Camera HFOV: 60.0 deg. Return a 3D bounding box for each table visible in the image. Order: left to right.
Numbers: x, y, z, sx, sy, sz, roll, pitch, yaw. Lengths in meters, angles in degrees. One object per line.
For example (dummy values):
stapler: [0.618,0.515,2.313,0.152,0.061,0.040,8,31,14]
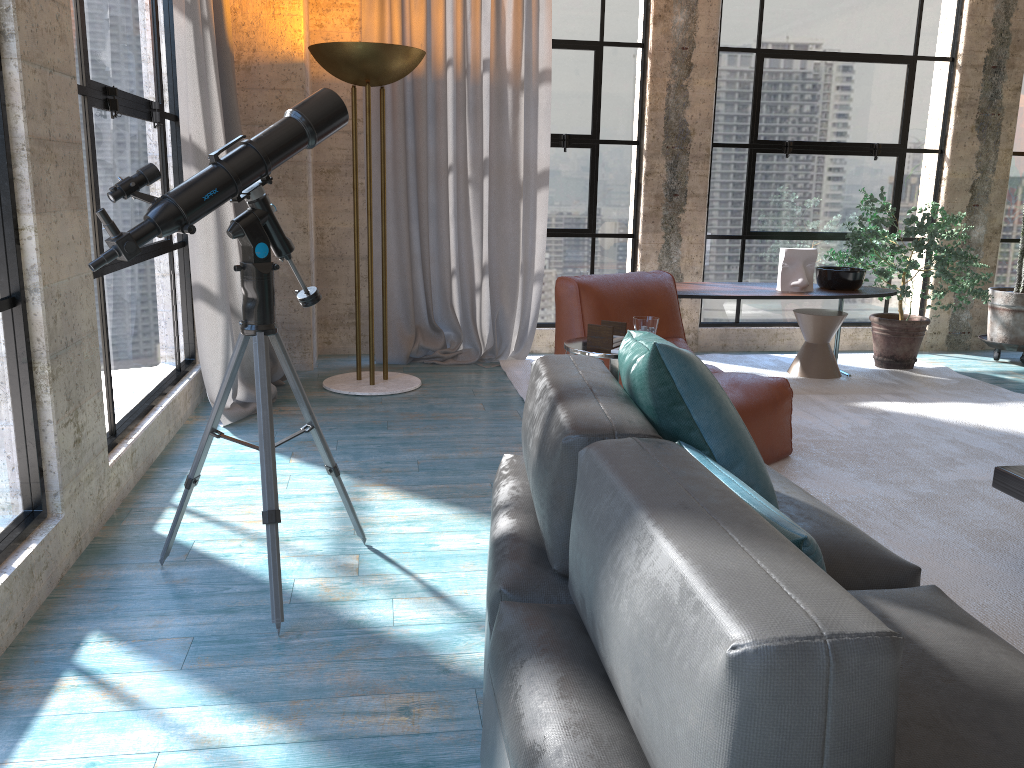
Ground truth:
table: [0.358,0.156,3.178,0.549,0.603,0.549,-6,15,-28]
table: [1.447,-0.339,5.607,2.004,0.530,0.715,-1,13,-10]
table: [1.927,-0.259,5.597,0.331,0.394,0.331,9,15,30]
table: [2.070,0.570,2.171,0.900,0.309,1.500,-1,13,-9]

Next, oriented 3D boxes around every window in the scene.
window: [-1.231,-0.644,1.472,0.081,2.530,1.780,-1,13,-9]
window: [-1.561,-1.144,3.634,0.081,2.530,1.780,-1,13,-9]
window: [0.008,-1.627,5.896,1.780,2.530,0.081,-1,13,-9]
window: [2.227,-1.655,6.229,1.780,2.530,0.081,-1,13,-9]
window: [4.447,-1.683,6.561,1.780,2.530,0.081,-1,13,-9]

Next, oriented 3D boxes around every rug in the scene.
rug: [1.914,0.655,2.466,2.954,0.032,7.768,-1,13,-9]

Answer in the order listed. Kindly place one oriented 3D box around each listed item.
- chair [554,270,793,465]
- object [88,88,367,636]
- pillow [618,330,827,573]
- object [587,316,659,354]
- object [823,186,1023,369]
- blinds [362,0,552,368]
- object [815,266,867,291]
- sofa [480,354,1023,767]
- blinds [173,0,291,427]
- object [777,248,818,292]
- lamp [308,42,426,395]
chair: [0.686,-0.077,3.914,0.801,0.759,0.920,-9,16,-38]
object: [-0.727,-0.096,2.405,0.617,1.406,0.595,0,13,-7]
pillow: [0.438,0.137,1.937,0.349,0.466,1.042,2,13,2]
object: [0.396,-0.176,3.064,0.206,0.096,0.287,9,15,31]
object: [2.902,-0.985,5.960,1.641,1.708,0.971,-7,15,-32]
blinds: [-0.324,-1.592,5.483,1.187,2.986,0.404,0,13,-8]
object: [2.082,-0.669,5.631,0.307,0.129,0.307,9,15,30]
sofa: [0.434,0.415,1.864,1.019,0.680,2.063,-1,13,-8]
blinds: [-1.332,-1.338,4.242,0.384,2.985,1.131,-1,13,-8]
object: [1.762,-0.694,5.418,0.214,0.259,0.154,-1,13,-9]
lamp: [-0.787,-0.884,4.916,0.619,1.822,0.619,-1,13,-9]
